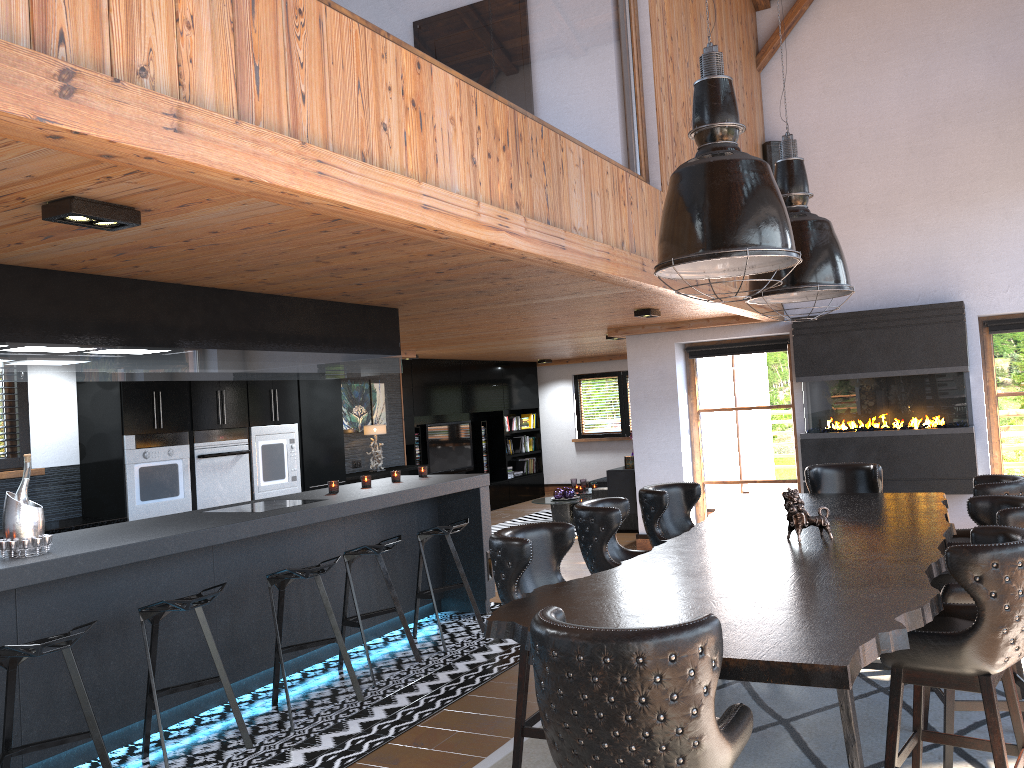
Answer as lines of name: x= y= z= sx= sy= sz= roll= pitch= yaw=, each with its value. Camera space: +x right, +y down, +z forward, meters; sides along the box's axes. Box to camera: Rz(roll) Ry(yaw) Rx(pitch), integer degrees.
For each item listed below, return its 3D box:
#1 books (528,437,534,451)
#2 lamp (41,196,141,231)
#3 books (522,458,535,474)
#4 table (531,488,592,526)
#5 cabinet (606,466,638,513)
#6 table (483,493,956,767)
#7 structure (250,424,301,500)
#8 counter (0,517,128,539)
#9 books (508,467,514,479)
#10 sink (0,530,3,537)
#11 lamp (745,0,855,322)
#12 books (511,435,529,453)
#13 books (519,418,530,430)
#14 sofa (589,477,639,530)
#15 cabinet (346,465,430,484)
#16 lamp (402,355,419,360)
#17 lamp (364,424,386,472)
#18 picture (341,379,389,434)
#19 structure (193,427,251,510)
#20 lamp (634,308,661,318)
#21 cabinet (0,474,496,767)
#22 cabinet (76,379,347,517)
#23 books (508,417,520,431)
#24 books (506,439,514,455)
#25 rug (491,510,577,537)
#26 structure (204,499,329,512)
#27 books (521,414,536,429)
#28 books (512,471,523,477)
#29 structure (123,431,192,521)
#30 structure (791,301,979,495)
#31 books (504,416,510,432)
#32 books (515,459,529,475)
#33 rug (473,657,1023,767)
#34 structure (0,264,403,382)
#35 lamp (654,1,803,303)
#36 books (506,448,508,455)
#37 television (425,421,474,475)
books: x=0.261 y=1.069 z=15.652 sx=0.187 sy=0.238 sz=0.292 roll=-4 pitch=-2 yaw=27
lamp: x=-1.383 y=-0.565 z=2.922 sx=0.154 sy=0.068 sz=0.264 roll=-4 pitch=-2 yaw=28
books: x=0.282 y=1.446 z=15.664 sx=0.210 sy=0.261 sz=0.254 roll=-5 pitch=-2 yaw=28
table: x=0.868 y=1.681 z=12.028 sx=0.887 sy=0.372 sz=1.539 roll=-4 pitch=-2 yaw=29
cabinet: x=1.423 y=1.154 z=9.960 sx=0.354 sy=0.468 sz=0.964 roll=-5 pitch=-2 yaw=28
table: x=1.293 y=1.202 z=4.101 sx=1.414 sy=0.950 sz=3.835 roll=-4 pitch=-2 yaw=28
structure: x=-2.154 y=0.714 z=8.127 sx=0.039 sy=0.672 sz=0.599 roll=-5 pitch=-2 yaw=28
counter: x=-3.746 y=1.052 z=5.668 sx=0.526 sy=0.040 sz=2.593 roll=-4 pitch=-2 yaw=28
books: x=-0.143 y=1.491 z=14.835 sx=0.256 sy=0.188 sz=0.306 roll=-5 pitch=-2 yaw=35
sink: x=-3.706 y=0.899 z=5.741 sx=0.457 sy=0.420 sz=0.972 roll=-4 pitch=-2 yaw=28
lamp: x=1.550 y=-2.710 z=5.290 sx=0.626 sy=4.687 sz=0.617 roll=-3 pitch=-2 yaw=-17
books: x=0.114 y=1.040 z=15.359 sx=0.219 sy=0.296 sz=0.348 roll=-5 pitch=-2 yaw=28
books: x=0.150 y=0.693 z=15.461 sx=0.258 sy=0.197 sz=0.299 roll=-5 pitch=-2 yaw=31
sofa: x=1.722 y=1.426 z=12.387 sx=2.067 sy=0.819 sz=3.120 roll=-4 pitch=-2 yaw=28
cabinet: x=-1.522 y=1.477 z=9.827 sx=0.425 sy=1.010 sz=1.642 roll=-5 pitch=-2 yaw=28
lamp: x=-1.357 y=-0.357 z=11.601 sx=0.154 sy=0.068 sz=0.264 roll=-4 pitch=-2 yaw=28
lamp: x=-1.524 y=0.717 z=9.940 sx=0.245 sy=0.516 sz=0.250 roll=-5 pitch=-2 yaw=32
picture: x=-1.694 y=0.246 z=10.076 sx=0.010 sy=0.594 sz=0.935 roll=-5 pitch=-2 yaw=28
structure: x=-2.446 y=0.719 z=7.566 sx=0.089 sy=0.673 sz=0.600 roll=-5 pitch=-2 yaw=28
lamp: x=1.165 y=-0.612 z=7.618 sx=0.154 sy=0.068 sz=0.264 roll=-4 pitch=-2 yaw=28
cabinet: x=-1.692 y=1.321 z=5.180 sx=0.879 sy=1.104 sz=4.849 roll=-5 pitch=-2 yaw=28
cabinet: x=-3.447 y=0.817 z=6.250 sx=0.538 sy=2.381 sz=6.494 roll=-5 pitch=-2 yaw=28
books: x=-0.017 y=0.684 z=15.222 sx=0.180 sy=0.232 sz=0.287 roll=-5 pitch=-2 yaw=31
books: x=-0.107 y=1.057 z=14.976 sx=0.208 sy=0.270 sz=0.239 roll=-5 pitch=-2 yaw=28
rug: x=0.523 y=1.896 z=12.006 sx=1.644 sy=0.020 sz=2.929 roll=-4 pitch=-2 yaw=28
structure: x=-1.552 y=0.777 z=5.596 sx=0.499 sy=0.017 sz=0.616 roll=-4 pitch=-2 yaw=28
books: x=0.294 y=0.660 z=15.683 sx=0.210 sy=0.261 sz=0.212 roll=-5 pitch=-2 yaw=28
books: x=0.025 y=1.545 z=15.153 sx=0.207 sy=0.073 sz=0.269 roll=-4 pitch=-2 yaw=32
structure: x=-2.920 y=0.736 z=7.060 sx=0.378 sy=0.673 sz=0.605 roll=-5 pitch=-2 yaw=28
structure: x=3.377 y=0.158 z=8.061 sx=1.429 sy=1.650 sz=0.437 roll=-5 pitch=-2 yaw=28
books: x=-0.193 y=0.665 z=14.776 sx=0.205 sy=0.270 sz=0.243 roll=-5 pitch=-2 yaw=28
books: x=0.182 y=1.451 z=15.478 sx=0.205 sy=0.256 sz=0.247 roll=-4 pitch=-2 yaw=27
rug: x=1.113 y=1.662 z=3.826 sx=2.525 sy=0.047 sz=5.688 roll=-4 pitch=-2 yaw=28
structure: x=-1.890 y=-0.278 z=5.077 sx=0.703 sy=0.476 sz=3.283 roll=-4 pitch=-2 yaw=28
lamp: x=0.783 y=-2.696 z=3.876 sx=0.626 sy=4.687 sz=0.617 roll=-3 pitch=-2 yaw=-17
books: x=-0.210 y=1.063 z=14.787 sx=0.208 sy=0.270 sz=0.239 roll=-5 pitch=-2 yaw=28
television: x=-0.951 y=0.993 z=13.536 sx=0.050 sy=0.813 sz=1.265 roll=-5 pitch=-2 yaw=29
